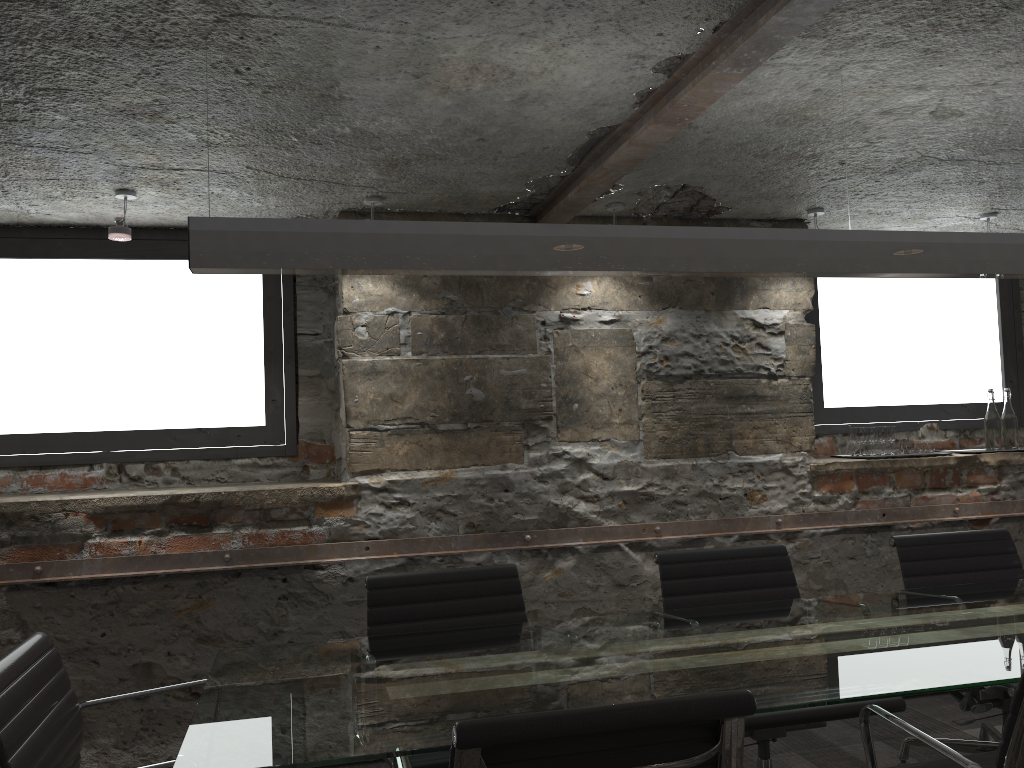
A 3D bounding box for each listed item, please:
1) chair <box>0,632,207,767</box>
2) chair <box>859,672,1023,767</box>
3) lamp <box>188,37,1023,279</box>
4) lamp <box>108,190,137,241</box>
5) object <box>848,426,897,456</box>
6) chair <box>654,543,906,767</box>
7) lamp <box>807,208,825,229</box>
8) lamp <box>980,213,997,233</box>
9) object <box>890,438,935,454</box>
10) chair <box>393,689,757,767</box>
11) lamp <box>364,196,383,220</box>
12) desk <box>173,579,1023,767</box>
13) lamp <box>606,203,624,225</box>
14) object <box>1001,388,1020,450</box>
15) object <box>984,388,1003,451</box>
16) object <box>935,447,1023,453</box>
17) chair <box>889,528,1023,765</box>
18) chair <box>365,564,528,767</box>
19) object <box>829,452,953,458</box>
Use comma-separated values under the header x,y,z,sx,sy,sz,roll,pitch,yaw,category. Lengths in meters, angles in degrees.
x,y,z,sx,sy,sz,roll,pitch,yaw,category
-0.743,0.962,1.842,0.667,0.837,0.693,-1,-3,-23,chair
1.023,0.894,1.753,0.693,0.837,0.667,-1,-3,-24,chair
0.824,-0.544,2.317,3.159,0.524,0.073,-1,-3,-13,lamp
-1.386,-0.598,3.155,0.098,0.165,0.077,-3,-3,20,lamp
1.678,0.267,4.133,0.218,0.131,0.108,-1,-3,-15,object
0.783,0.952,2.700,0.693,0.837,0.667,-1,-3,-23,chair
1.289,-0.661,3.793,0.098,0.165,0.077,-3,-3,20,lamp
2.136,-0.680,3.995,0.098,0.165,0.077,-3,-3,20,lamp
1.886,0.292,4.188,0.191,0.072,0.111,-2,-3,-6,object
0.098,0.918,1.582,0.693,0.837,0.667,-1,-3,-22,chair
-0.538,-0.618,3.357,0.098,0.165,0.077,-3,-3,20,lamp
0.882,0.988,2.233,3.154,0.711,0.909,-1,-3,-13,desk
0.405,-0.640,3.582,0.098,0.165,0.077,-3,-3,20,lamp
2.384,0.170,4.255,0.073,0.300,0.073,1,-4,-45,object
2.293,0.172,4.234,0.073,0.300,0.073,1,-4,-45,object
2.324,0.321,4.298,0.457,0.007,0.310,-1,-3,-13,object
1.642,0.931,2.887,0.693,0.837,0.667,-1,-3,-22,chair
-0.116,0.971,2.440,0.693,0.837,0.667,-1,-3,-26,chair
1.776,0.334,4.167,0.457,0.007,0.310,-1,-3,-13,object
